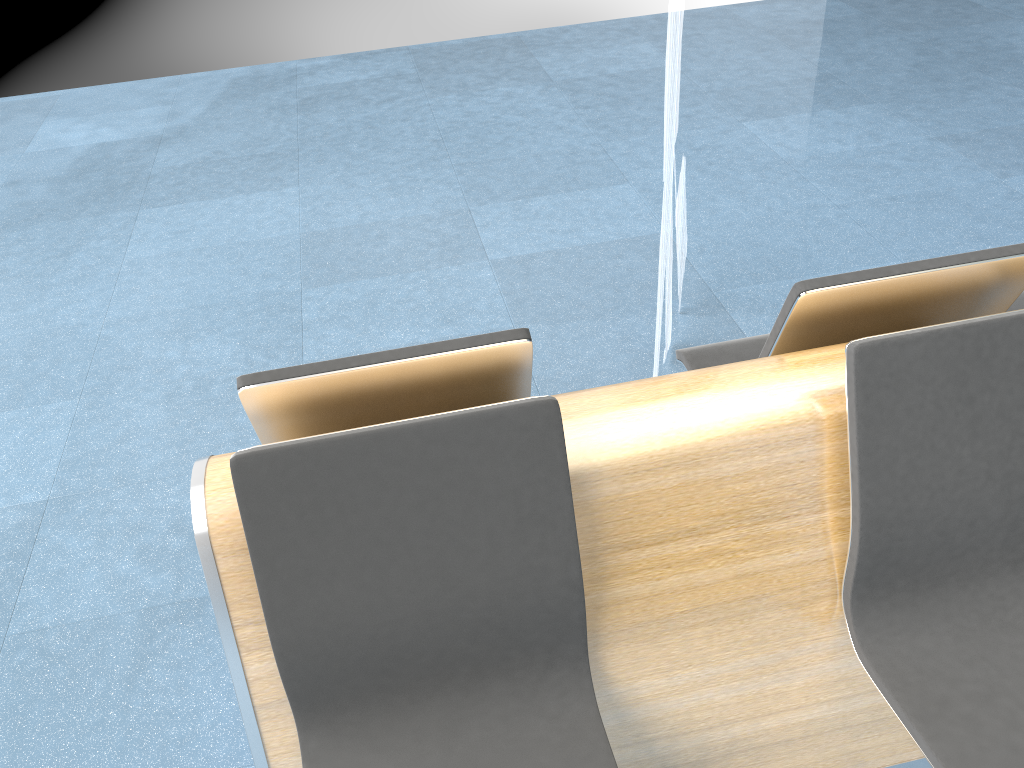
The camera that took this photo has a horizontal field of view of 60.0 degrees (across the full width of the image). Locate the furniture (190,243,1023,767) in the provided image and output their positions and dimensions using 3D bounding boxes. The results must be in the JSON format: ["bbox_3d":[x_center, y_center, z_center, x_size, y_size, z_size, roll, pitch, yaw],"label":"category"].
[{"bbox_3d":[0.630,0.221,1.747,2.281,0.896,1.301,-10,37,-7],"label":"furniture"}]
